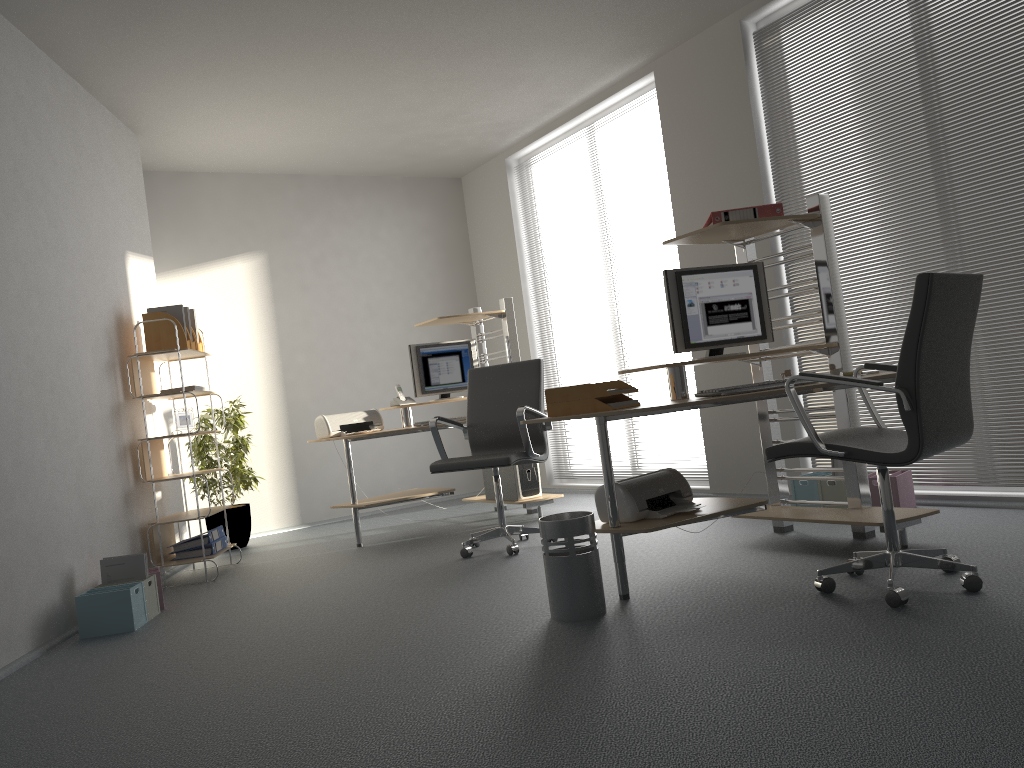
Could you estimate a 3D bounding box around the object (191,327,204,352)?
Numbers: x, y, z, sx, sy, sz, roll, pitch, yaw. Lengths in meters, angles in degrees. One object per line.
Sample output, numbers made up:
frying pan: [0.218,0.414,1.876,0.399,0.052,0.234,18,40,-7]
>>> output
object: [-2.131,-0.305,5.697,0.243,0.259,0.113,-7,-1,-1]

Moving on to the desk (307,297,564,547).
desk: [-0.553,0.227,6.069,1.469,1.566,0.967,-7,-1,-31]

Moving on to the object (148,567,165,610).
object: [-1.923,1.073,4.544,0.245,0.202,0.185,-7,-1,-23]

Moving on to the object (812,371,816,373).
object: [1.346,-0.034,3.983,0.022,0.042,0.134,-8,-1,11]

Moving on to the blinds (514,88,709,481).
blinds: [0.706,-0.620,6.923,0.037,2.749,1.950,-7,-1,-31]

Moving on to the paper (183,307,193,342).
paper: [-2.134,-0.327,5.593,0.213,0.297,0.045,-7,-1,-4]

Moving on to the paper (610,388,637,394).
paper: [0.329,0.044,3.630,0.297,0.010,0.210,-8,-1,38]

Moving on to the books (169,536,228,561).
books: [-1.934,1.012,5.477,0.262,0.072,0.320,-7,-1,-3]

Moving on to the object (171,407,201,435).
object: [-2.028,0.228,5.497,0.077,0.161,0.192,-8,-1,14]

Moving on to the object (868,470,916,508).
object: [1.948,0.567,4.593,0.185,0.202,0.245,-8,-1,41]

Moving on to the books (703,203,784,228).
books: [1.062,-0.758,4.116,0.320,0.072,0.262,-7,-1,1]

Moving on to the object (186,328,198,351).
object: [-2.128,-0.308,5.573,0.243,0.259,0.113,-7,-1,-4]

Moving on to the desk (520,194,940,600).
desk: [0.885,-0.008,3.684,1.469,1.566,0.967,-7,-1,-31]

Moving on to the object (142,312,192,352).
object: [-2.117,-0.312,5.449,0.243,0.259,0.113,-7,-1,-6]

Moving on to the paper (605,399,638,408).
paper: [0.335,0.095,3.629,0.297,0.019,0.210,-8,-1,38]

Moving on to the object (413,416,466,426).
object: [-0.520,0.287,6.201,0.478,0.082,0.814,-7,-1,-24]

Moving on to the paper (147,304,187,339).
paper: [-2.124,-0.331,5.470,0.213,0.297,0.045,-7,-1,-6]

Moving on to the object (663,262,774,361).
object: [0.936,-0.327,4.088,0.516,0.418,0.245,-7,-1,-9]

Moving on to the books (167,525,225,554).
books: [-1.951,0.959,5.477,0.263,0.100,0.320,-7,-1,-3]

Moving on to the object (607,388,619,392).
object: [0.407,0.024,3.567,0.008,0.009,0.159,-8,-1,22]

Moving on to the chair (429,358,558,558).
chair: [-0.098,0.408,5.030,0.584,1.048,0.652,-8,-1,24]

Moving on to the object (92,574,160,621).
object: [-1.877,1.063,4.322,0.245,0.202,0.185,-7,-1,-5]

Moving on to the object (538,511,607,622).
object: [0.225,0.678,3.298,0.208,0.377,0.208,-8,-1,12]

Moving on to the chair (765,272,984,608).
chair: [1.296,0.188,3.107,0.584,1.048,0.652,-6,-2,-45]

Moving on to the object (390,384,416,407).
object: [-0.776,0.074,6.237,0.119,0.151,0.150,-9,-2,44]

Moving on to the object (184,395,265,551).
object: [-2.136,0.666,6.640,0.544,1.147,0.644,-7,-1,-3]

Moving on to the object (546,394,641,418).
object: [0.333,0.083,3.630,0.309,0.060,0.225,-8,-1,38]

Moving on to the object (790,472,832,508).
object: [1.714,0.604,4.930,0.245,0.202,0.185,-7,-1,-31]

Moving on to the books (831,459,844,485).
books: [1.807,0.518,4.760,0.220,0.306,0.068,-7,-1,-31]

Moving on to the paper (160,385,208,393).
paper: [-2.068,0.048,5.604,0.213,0.046,0.297,-7,-1,-4]

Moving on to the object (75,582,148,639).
object: [-1.863,1.057,4.137,0.245,0.202,0.185,-7,-1,-5]

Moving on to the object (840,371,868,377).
object: [1.463,-0.045,3.825,0.132,0.026,0.132,-7,-1,-31]

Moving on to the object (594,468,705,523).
object: [0.606,0.450,3.639,0.351,0.162,0.438,-8,-2,43]

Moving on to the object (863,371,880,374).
object: [1.533,-0.045,3.870,0.011,0.011,0.158,-7,-1,-34]

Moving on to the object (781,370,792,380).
object: [1.243,-0.031,4.009,0.054,0.064,0.159,-8,-1,26]

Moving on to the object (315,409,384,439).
object: [-1.070,0.263,6.036,0.438,0.162,0.351,-7,-1,-39]

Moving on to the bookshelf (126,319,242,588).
bookshelf: [-2.027,0.410,5.501,0.381,1.572,0.724,-7,-1,-4]

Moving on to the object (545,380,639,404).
object: [0.326,0.027,3.631,0.309,0.060,0.225,-8,-1,38]

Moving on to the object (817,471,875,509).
object: [1.809,0.589,4.771,0.245,0.202,0.185,-7,-1,-31]

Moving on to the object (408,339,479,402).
object: [-0.492,-0.094,6.453,0.516,0.418,0.245,-7,-1,-17]

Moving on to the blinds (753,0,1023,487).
blinds: [2.148,-0.855,4.532,0.022,2.770,1.950,-7,-1,-31]

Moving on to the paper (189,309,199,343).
paper: [-2.135,-0.324,5.718,0.213,0.297,0.045,-7,-1,-1]

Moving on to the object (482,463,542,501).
object: [-0.010,0.597,6.269,0.199,0.422,0.471,-7,-1,-31]

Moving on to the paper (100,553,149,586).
paper: [-1.887,0.993,4.338,0.220,0.306,0.068,-7,-1,-5]

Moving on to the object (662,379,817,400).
object: [0.876,0.057,3.810,0.478,0.082,0.814,-7,-1,-24]
